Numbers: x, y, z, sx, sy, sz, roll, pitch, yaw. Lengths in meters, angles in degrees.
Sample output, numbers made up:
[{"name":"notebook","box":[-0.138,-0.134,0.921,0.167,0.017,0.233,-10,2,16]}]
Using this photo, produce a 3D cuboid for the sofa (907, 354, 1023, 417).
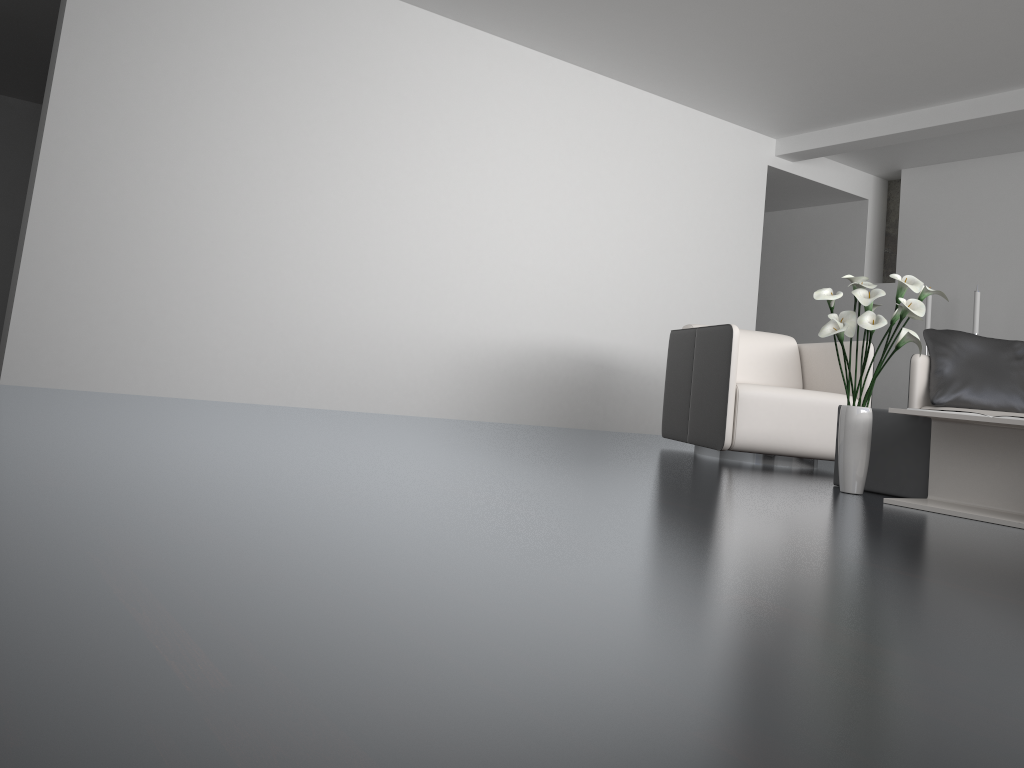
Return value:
[{"name":"sofa","box":[3.185,0.224,4.179,0.911,0.667,2.242,8,-1,-37]}]

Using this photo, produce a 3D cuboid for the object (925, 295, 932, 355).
[{"name":"object","box":[3.346,-0.087,7.130,0.178,1.412,0.179,11,-8,-34]}]

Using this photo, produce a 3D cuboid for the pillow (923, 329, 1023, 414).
[{"name":"pillow","box":[2.558,-0.069,4.802,0.566,0.455,0.274,6,-5,10]}]

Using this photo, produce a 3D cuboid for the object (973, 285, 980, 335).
[{"name":"object","box":[3.514,-0.068,6.704,0.178,1.412,0.179,11,-8,-34]}]

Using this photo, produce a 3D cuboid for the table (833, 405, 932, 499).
[{"name":"table","box":[1.759,0.292,3.029,0.296,0.317,1.259,9,-2,-36]}]

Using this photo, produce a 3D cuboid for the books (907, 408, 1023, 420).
[{"name":"books","box":[1.724,0.121,3.120,0.550,0.017,0.354,6,0,36]}]

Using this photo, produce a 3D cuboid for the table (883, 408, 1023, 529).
[{"name":"table","box":[1.656,0.281,2.639,0.295,0.317,0.970,9,-2,-37]}]

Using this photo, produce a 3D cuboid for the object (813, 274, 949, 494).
[{"name":"object","box":[1.281,-0.005,3.117,0.378,0.807,0.441,2,-7,39]}]

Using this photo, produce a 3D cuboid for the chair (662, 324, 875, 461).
[{"name":"chair","box":[1.321,0.022,4.709,0.765,0.669,0.914,7,-2,-10]}]
